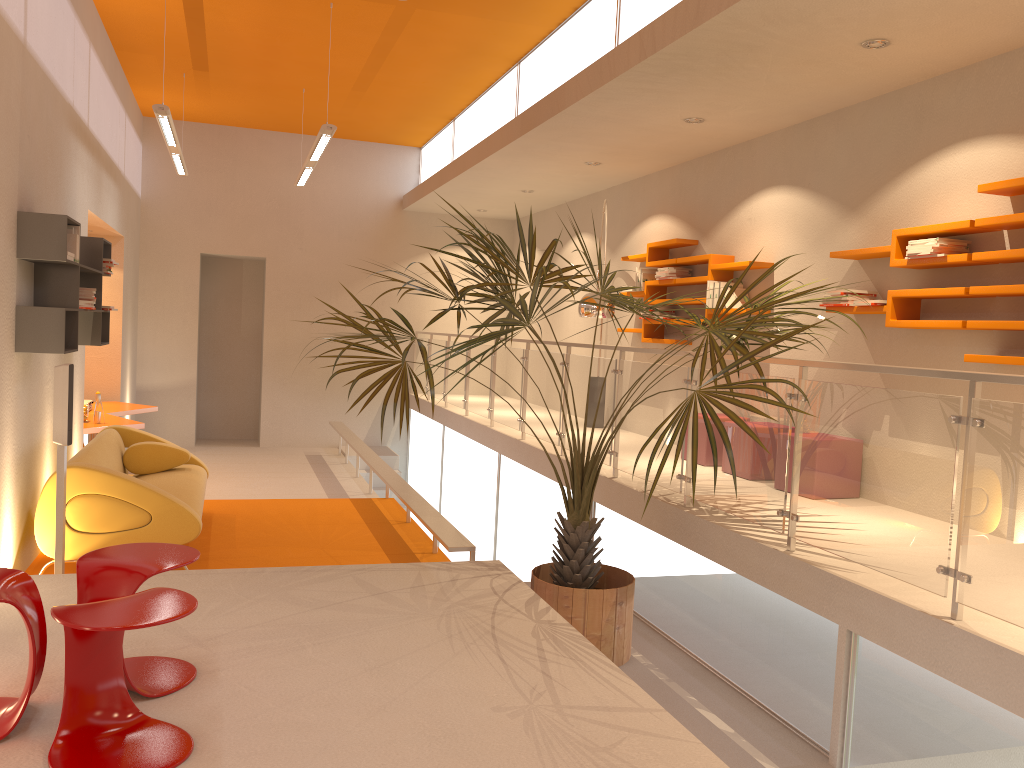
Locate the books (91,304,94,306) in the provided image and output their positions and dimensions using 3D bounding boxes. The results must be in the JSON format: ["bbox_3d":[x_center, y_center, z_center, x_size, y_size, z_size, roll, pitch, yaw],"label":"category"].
[{"bbox_3d":[-2.955,-0.544,6.040,0.190,0.015,0.254,1,4,-27],"label":"books"}]

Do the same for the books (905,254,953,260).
[{"bbox_3d":[2.417,-0.713,5.019,0.210,0.013,0.297,2,4,-18],"label":"books"}]

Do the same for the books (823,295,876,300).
[{"bbox_3d":[2.175,-0.559,5.720,0.230,0.017,0.227,1,4,-23],"label":"books"}]

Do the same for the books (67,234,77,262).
[{"bbox_3d":[-2.740,-0.823,5.324,0.230,0.169,0.023,2,4,-18],"label":"books"}]

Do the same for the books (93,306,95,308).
[{"bbox_3d":[-2.961,-0.532,6.049,0.190,0.011,0.268,2,4,-21],"label":"books"}]

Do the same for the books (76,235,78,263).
[{"bbox_3d":[-2.759,-0.828,5.375,0.230,0.169,0.027,2,4,-18],"label":"books"}]

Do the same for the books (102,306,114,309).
[{"bbox_3d":[-3.141,-0.584,6.699,0.226,0.017,0.230,2,4,-18],"label":"books"}]

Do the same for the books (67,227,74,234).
[{"bbox_3d":[-2.762,-0.846,5.348,0.207,0.210,0.021,2,4,-18],"label":"books"}]

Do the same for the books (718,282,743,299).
[{"bbox_3d":[1.748,-0.704,7.099,0.207,0.210,0.021,2,4,-18],"label":"books"}]

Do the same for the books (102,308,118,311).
[{"bbox_3d":[-3.142,-0.569,6.713,0.254,0.015,0.190,2,3,-11],"label":"books"}]

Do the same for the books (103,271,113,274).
[{"bbox_3d":[-3.139,-0.846,6.684,0.210,0.013,0.297,2,4,-18],"label":"books"}]

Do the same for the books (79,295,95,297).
[{"bbox_3d":[-2.958,-0.603,6.045,0.190,0.011,0.268,2,4,-21],"label":"books"}]

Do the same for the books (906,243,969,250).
[{"bbox_3d":[2.411,-0.771,5.029,0.227,0.017,0.230,1,4,-23],"label":"books"}]

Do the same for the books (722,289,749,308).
[{"bbox_3d":[1.783,-0.669,7.035,0.230,0.150,0.091,2,4,-18],"label":"books"}]

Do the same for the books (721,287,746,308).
[{"bbox_3d":[1.770,-0.682,7.076,0.230,0.169,0.023,2,4,-18],"label":"books"}]

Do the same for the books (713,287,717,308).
[{"bbox_3d":[1.736,-0.688,7.151,0.230,0.169,0.027,2,4,-18],"label":"books"}]

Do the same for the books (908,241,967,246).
[{"bbox_3d":[2.412,-0.787,5.033,0.190,0.015,0.254,2,3,-11],"label":"books"}]

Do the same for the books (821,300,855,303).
[{"bbox_3d":[2.161,-0.529,5.730,0.190,0.015,0.254,2,4,-22],"label":"books"}]

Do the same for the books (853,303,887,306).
[{"bbox_3d":[2.265,-0.483,5.450,0.254,0.015,0.190,2,3,-11],"label":"books"}]

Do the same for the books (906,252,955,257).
[{"bbox_3d":[2.410,-0.726,5.023,0.268,0.011,0.190,2,4,-16],"label":"books"}]

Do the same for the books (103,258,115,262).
[{"bbox_3d":[-3.122,-0.933,6.671,0.226,0.017,0.230,2,4,-18],"label":"books"}]

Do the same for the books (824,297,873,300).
[{"bbox_3d":[2.161,-0.544,5.720,0.190,0.015,0.254,2,4,-16],"label":"books"}]

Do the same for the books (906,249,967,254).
[{"bbox_3d":[2.402,-0.740,5.018,0.254,0.015,0.190,2,4,-22],"label":"books"}]

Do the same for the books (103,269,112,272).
[{"bbox_3d":[-3.139,-0.858,6.687,0.190,0.011,0.268,2,4,-16],"label":"books"}]

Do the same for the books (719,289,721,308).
[{"bbox_3d":[1.753,-0.677,7.086,0.207,0.156,0.009,2,4,-18],"label":"books"}]

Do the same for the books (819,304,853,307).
[{"bbox_3d":[2.165,-0.503,5.718,0.210,0.013,0.297,2,4,-18],"label":"books"}]

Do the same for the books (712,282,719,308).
[{"bbox_3d":[1.722,-0.711,7.180,0.207,0.210,0.021,2,4,-18],"label":"books"}]

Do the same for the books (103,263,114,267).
[{"bbox_3d":[-3.128,-0.902,6.686,0.230,0.017,0.226,1,4,-23],"label":"books"}]

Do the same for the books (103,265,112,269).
[{"bbox_3d":[-3.142,-0.887,6.686,0.190,0.015,0.254,2,4,-16],"label":"books"}]

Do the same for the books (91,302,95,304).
[{"bbox_3d":[-2.955,-0.560,6.047,0.190,0.015,0.254,2,4,-21],"label":"books"}]

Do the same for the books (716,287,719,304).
[{"bbox_3d":[1.752,-0.686,7.127,0.230,0.169,0.027,2,4,-18],"label":"books"}]

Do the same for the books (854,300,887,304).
[{"bbox_3d":[2.265,-0.498,5.435,0.226,0.017,0.230,2,4,-18],"label":"books"}]

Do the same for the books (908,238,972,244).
[{"bbox_3d":[2.426,-0.803,5.032,0.230,0.017,0.226,2,4,-18],"label":"books"}]

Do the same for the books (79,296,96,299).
[{"bbox_3d":[-2.959,-0.591,6.049,0.210,0.013,0.297,1,4,-23],"label":"books"}]

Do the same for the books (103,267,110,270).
[{"bbox_3d":[-3.142,-0.872,6.695,0.190,0.015,0.254,2,4,-22],"label":"books"}]

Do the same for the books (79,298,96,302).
[{"bbox_3d":[-2.967,-0.576,6.044,0.230,0.017,0.226,1,4,-28],"label":"books"}]

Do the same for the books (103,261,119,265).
[{"bbox_3d":[-3.122,-0.918,6.685,0.254,0.015,0.190,2,3,-11],"label":"books"}]

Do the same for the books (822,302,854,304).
[{"bbox_3d":[2.165,-0.515,5.721,0.190,0.011,0.268,2,4,-16],"label":"books"}]

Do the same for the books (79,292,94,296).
[{"bbox_3d":[-2.952,-0.615,6.035,0.190,0.015,0.254,1,4,-27],"label":"books"}]

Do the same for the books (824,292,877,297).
[{"bbox_3d":[2.181,-0.575,5.719,0.254,0.015,0.190,2,3,-11],"label":"books"}]

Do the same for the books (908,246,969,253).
[{"bbox_3d":[2.411,-0.754,5.016,0.254,0.015,0.190,2,4,-16],"label":"books"}]

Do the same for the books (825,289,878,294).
[{"bbox_3d":[2.182,-0.590,5.705,0.226,0.017,0.230,2,4,-18],"label":"books"}]
